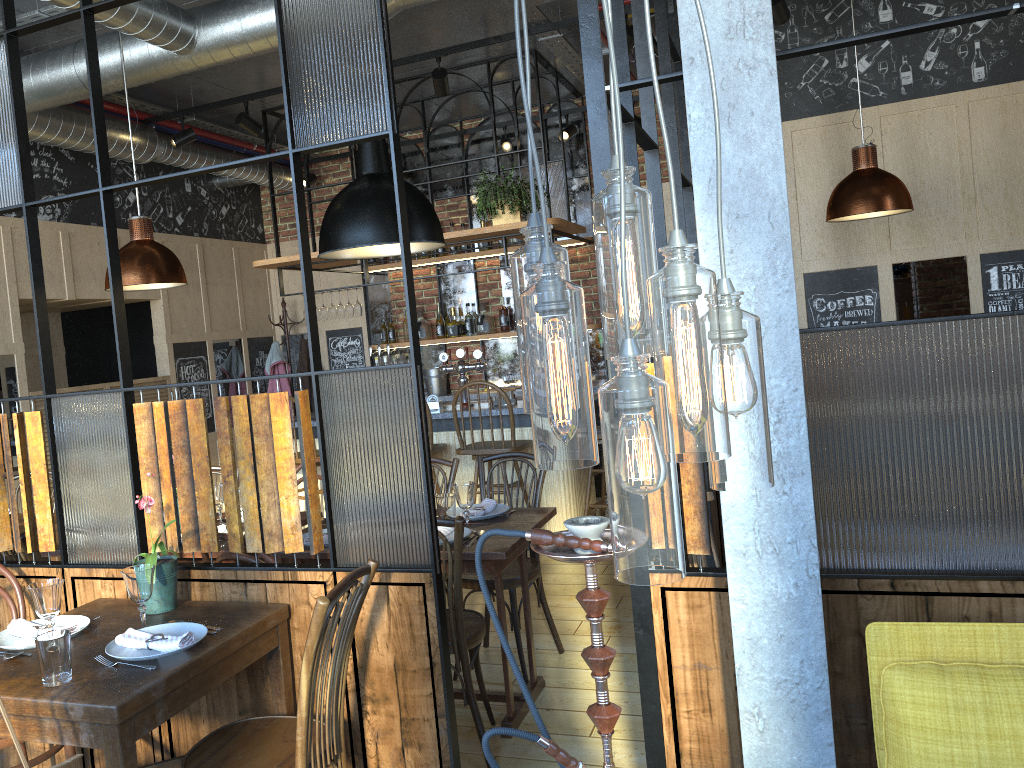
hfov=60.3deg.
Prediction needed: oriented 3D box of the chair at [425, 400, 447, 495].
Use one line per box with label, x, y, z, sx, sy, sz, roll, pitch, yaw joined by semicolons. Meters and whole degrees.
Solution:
chair;-0.664;0.598;5.936;0.445;1.194;0.403;-5;2;14

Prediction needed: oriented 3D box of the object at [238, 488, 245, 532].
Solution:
object;-1.193;0.556;3.842;0.103;0.191;0.094;-4;3;40

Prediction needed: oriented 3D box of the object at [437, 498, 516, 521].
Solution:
object;-0.161;0.531;3.724;0.336;0.051;0.260;-4;4;24

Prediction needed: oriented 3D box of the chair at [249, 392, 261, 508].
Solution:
chair;-1.803;0.650;6.907;0.425;1.194;0.422;-5;2;19

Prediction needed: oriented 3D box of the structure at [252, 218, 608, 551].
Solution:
structure;-0.481;0.027;6.855;2.413;2.171;1.688;-5;3;21

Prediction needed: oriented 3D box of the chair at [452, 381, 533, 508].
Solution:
chair;-0.098;0.557;5.708;0.450;1.194;0.398;-5;2;24

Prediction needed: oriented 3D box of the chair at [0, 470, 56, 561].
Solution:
chair;-2.835;0.997;5.170;0.402;0.914;0.526;-6;2;-6

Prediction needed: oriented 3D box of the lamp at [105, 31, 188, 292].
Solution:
lamp;-1.744;-1.108;4.039;0.365;1.333;0.372;-6;2;-7

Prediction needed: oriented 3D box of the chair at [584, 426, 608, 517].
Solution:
chair;0.670;0.468;5.907;0.429;1.194;0.418;-5;2;29

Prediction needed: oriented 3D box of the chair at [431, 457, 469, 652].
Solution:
chair;-0.458;0.830;4.073;0.418;0.914;0.506;-5;2;19

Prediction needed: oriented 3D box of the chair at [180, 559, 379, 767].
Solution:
chair;-0.612;0.955;2.338;0.534;0.914;0.396;-5;2;15

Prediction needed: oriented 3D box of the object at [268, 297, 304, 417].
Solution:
object;-2.036;0.193;8.134;0.362;1.987;0.343;-4;2;42

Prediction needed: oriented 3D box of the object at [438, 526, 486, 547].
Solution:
object;-0.271;0.567;3.332;0.336;0.051;0.260;-4;4;24

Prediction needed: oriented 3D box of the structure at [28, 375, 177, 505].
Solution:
structure;-0.691;0.266;6.425;4.977;0.993;1.276;-6;3;-3

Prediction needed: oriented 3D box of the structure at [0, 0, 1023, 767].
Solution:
structure;-1.279;-0.355;5.054;5.895;3.322;5.995;-5;3;4

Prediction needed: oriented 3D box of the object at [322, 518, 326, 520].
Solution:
object;-0.673;0.569;3.936;0.336;0.051;0.260;-4;4;24

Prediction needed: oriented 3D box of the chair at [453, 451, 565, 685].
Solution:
chair;-0.045;0.797;3.956;0.420;0.914;0.503;-5;2;24

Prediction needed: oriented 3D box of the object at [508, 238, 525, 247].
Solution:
object;0.039;-1.291;7.383;0.176;0.283;0.118;-4;2;34

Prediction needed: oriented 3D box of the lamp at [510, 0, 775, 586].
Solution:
lamp;0.130;-0.859;1.167;0.302;2.117;0.480;-4;2;45

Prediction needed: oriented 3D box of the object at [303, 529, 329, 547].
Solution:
object;-0.712;0.600;3.501;0.336;0.051;0.260;-4;4;24

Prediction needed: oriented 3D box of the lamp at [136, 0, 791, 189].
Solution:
lamp;-1.253;-1.720;4.533;7.456;0.273;6.078;-4;4;20

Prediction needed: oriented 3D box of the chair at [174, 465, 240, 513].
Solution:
chair;-1.568;0.911;4.533;0.402;0.914;0.526;-6;2;-6

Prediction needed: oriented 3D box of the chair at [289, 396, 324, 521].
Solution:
chair;-1.403;0.655;6.202;0.455;1.194;0.394;-4;2;39

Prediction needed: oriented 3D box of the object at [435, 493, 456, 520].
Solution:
object;-0.267;0.514;3.606;0.085;0.119;0.084;-5;2;3

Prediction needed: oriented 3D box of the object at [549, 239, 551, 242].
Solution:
object;0.297;-1.301;7.290;0.067;0.263;0.065;-5;2;7

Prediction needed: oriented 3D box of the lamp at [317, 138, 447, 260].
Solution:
lamp;-0.590;-1.197;3.570;0.552;1.325;0.507;-4;2;33

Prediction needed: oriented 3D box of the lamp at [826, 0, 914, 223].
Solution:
lamp;1.589;-1.439;4.056;0.376;1.333;0.361;-5;2;13

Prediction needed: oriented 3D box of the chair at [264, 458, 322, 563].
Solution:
chair;-1.101;0.872;4.428;0.458;0.920;0.525;-4;3;37

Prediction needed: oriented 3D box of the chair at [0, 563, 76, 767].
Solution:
chair;-1.648;1.029;2.805;0.575;0.920;0.418;-4;3;42

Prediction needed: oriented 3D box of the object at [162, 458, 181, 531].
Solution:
object;-1.527;0.456;4.081;0.193;0.426;0.154;-7;2;-36

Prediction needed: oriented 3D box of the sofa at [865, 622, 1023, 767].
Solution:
sofa;1.192;0.943;0.965;0.796;0.762;1.982;-5;3;2

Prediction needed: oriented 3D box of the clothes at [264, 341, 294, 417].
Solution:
clothes;-2.123;0.005;8.005;0.230;0.790;0.282;-7;2;-44

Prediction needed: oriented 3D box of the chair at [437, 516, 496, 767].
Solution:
chair;-0.289;0.873;3.132;0.409;0.914;0.517;-5;2;4

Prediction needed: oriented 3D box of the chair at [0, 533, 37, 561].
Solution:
chair;-1.879;0.999;3.642;0.420;0.914;0.503;-5;2;24

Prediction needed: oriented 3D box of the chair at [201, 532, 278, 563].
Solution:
chair;-0.785;0.922;3.137;0.458;0.920;0.525;-4;3;37

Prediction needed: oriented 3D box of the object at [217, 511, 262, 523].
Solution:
object;-1.230;0.610;4.160;0.336;0.051;0.260;-4;4;24

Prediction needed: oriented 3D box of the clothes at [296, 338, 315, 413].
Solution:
clothes;-1.867;-0.043;8.121;0.218;0.770;0.231;-5;2;17

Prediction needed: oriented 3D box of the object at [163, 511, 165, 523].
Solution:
object;-1.705;0.645;4.357;0.336;0.051;0.260;-4;4;24

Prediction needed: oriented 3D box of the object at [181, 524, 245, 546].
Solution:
object;-1.302;0.643;3.755;0.336;0.051;0.260;-4;4;24

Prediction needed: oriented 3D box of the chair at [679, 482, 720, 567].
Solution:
chair;0.741;0.772;2.535;0.456;1.004;0.530;-5;2;6

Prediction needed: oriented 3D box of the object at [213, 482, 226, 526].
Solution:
object;-1.353;0.557;4.071;0.095;0.191;0.101;-6;2;-23

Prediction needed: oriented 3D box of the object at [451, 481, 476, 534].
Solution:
object;-0.178;0.481;3.424;0.103;0.191;0.094;-4;3;45

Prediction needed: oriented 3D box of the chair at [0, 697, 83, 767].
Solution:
chair;-1.231;1.002;1.998;0.530;1.004;0.456;-6;2;-8
